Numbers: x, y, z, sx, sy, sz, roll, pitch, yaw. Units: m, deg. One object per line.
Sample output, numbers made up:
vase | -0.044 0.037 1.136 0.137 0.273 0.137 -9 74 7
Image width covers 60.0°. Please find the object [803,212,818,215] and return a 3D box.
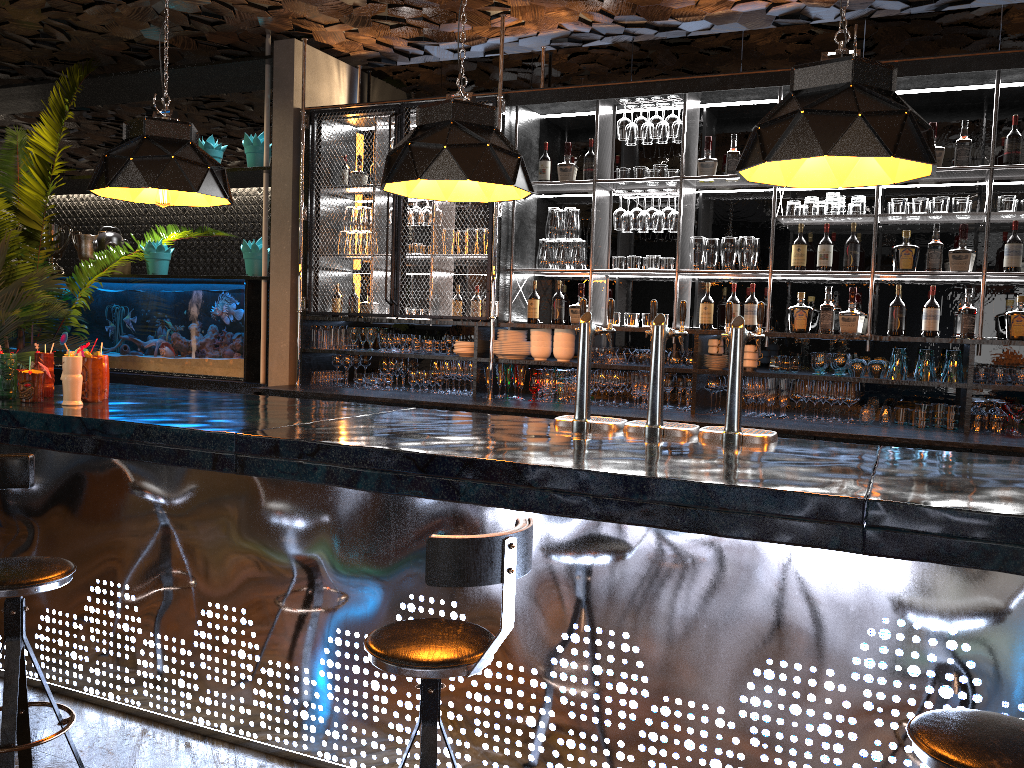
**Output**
object | 1.771 -1.037 5.251 0.089 0.092 0.089 2 4 -4

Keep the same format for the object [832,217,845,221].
object | 1.970 -1.037 5.361 0.089 0.092 0.089 -1 5 -40

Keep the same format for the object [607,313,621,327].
object | 0.665 -0.419 5.788 0.089 0.092 0.089 2 4 -4

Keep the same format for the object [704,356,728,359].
object | 1.256 -0.156 5.465 0.149 0.025 0.149 1 4 -14

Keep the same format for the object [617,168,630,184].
object | 0.725 -1.354 5.779 0.089 0.092 0.089 1 4 -8

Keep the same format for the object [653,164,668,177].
object | 0.936 -1.335 5.605 0.089 0.092 0.089 1 4 -8

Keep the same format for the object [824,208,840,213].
object | 1.892 -1.054 5.237 0.089 0.092 0.089 3 4 13

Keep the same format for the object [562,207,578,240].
object | 0.389 -1.075 5.944 0.105 0.209 0.105 1 4 -21

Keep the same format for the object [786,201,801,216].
object | 1.682 -1.043 5.297 0.089 0.092 0.089 -1 5 -40

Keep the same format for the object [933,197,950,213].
object | 2.400 -0.996 4.965 0.089 0.092 0.089 1 4 -13

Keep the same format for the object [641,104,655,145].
object | 0.886 -1.689 5.771 0.092 0.244 0.092 1 4 -15

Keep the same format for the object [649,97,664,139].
object | 0.909 -1.675 5.581 0.092 0.244 0.092 1 4 -15

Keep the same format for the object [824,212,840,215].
object | 1.892 -1.032 5.238 0.089 0.092 0.089 3 4 13

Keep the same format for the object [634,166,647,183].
object | 0.826 -1.346 5.709 0.089 0.092 0.089 1 4 -8

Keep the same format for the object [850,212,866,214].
object | 2.011 -1.022 5.153 0.089 0.092 0.089 -1 5 -40

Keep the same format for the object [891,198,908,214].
object | 2.210 -1.009 5.064 0.089 0.092 0.089 2 4 -4

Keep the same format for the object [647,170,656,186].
object | 0.921 -1.349 5.800 0.089 0.092 0.089 5 5 35

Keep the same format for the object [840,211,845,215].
object | 1.971 -1.060 5.360 0.089 0.092 0.089 -1 5 -40

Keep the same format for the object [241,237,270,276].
object | -1.992 -0.985 6.929 0.265 0.325 0.245 3 4 18

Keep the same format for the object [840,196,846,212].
object | 1.972 -1.086 5.358 0.089 0.092 0.089 -1 5 -40

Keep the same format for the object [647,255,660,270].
object | 0.895 -0.767 5.623 0.089 0.092 0.089 3 4 8

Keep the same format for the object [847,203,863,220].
object | 2.047 -1.030 5.290 0.089 0.092 0.089 3 4 13

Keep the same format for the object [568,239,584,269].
object | 0.428 -0.862 5.916 0.105 0.209 0.105 1 4 -21

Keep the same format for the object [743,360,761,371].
object | 1.447 -0.113 5.365 0.106 0.067 0.094 3 4 12

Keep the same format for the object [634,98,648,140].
object | 0.818 -1.681 5.621 0.092 0.244 0.092 1 4 -15

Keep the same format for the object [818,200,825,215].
object | 1.865 -1.063 5.380 0.089 0.092 0.089 -1 5 -40

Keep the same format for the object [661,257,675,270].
object | 1.012 -0.773 5.769 0.089 0.092 0.089 3 4 8

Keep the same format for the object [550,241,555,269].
object | 0.258 -0.883 6.133 0.105 0.209 0.105 1 4 -21

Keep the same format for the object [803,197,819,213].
object | 1.771 -1.057 5.249 0.089 0.092 0.089 0 4 -24

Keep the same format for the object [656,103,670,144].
object | 0.976 -1.683 5.731 0.092 0.244 0.092 1 4 -15

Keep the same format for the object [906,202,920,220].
object | 2.350 -1.013 5.187 0.089 0.092 0.089 0 4 -27

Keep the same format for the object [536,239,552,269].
object | 0.220 -0.876 6.021 0.105 0.209 0.105 1 4 -21

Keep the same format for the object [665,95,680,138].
object | 1.003 -1.669 5.539 0.092 0.244 0.092 1 4 -15

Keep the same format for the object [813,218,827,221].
object | 1.864 -1.042 5.381 0.089 0.092 0.089 -1 5 -40

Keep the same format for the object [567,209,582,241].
object | 0.422 -1.079 6.029 0.105 0.209 0.105 1 4 -21

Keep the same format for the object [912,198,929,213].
object | 2.315 -1.003 5.030 0.089 0.092 0.089 1 4 -13

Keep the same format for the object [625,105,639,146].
object | 0.786 -1.695 5.816 0.092 0.244 0.092 1 4 -15

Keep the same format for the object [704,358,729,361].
object | 1.258 -0.146 5.465 0.149 0.026 0.148 4 5 31

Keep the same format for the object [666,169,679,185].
object | 1.040 -1.342 5.760 0.089 0.092 0.089 1 4 -8

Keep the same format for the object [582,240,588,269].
object | 0.462 -0.868 6.022 0.105 0.209 0.105 1 4 -21

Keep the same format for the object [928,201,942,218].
object | 2.440 -1.004 5.105 0.089 0.092 0.089 4 4 23

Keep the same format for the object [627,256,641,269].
object | 0.790 -0.779 5.737 0.089 0.092 0.089 2 4 2

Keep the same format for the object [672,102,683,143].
object | 1.071 -1.677 5.689 0.092 0.244 0.092 1 4 -15

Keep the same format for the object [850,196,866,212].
object | 2.012 -1.042 5.152 0.089 0.092 0.089 3 4 15

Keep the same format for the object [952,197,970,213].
object | 2.505 -0.992 4.956 0.089 0.092 0.089 0 4 -22

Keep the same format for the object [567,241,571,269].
object | 0.366 -0.875 6.076 0.105 0.209 0.105 1 4 -21

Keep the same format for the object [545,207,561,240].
object | 0.279 -1.081 5.983 0.105 0.209 0.105 1 4 -21

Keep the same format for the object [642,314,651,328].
object | 0.889 -0.411 5.780 0.089 0.092 0.089 5 5 35

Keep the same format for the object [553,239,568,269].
object | 0.328 -0.869 5.974 0.105 0.209 0.105 1 4 -21

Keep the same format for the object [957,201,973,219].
object | 2.584 -0.997 5.073 0.089 0.092 0.089 2 4 -2

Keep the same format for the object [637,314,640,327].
object | 0.805 -0.423 5.911 0.089 0.092 0.089 2 4 -4

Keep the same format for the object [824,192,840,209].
object | 1.893 -1.080 5.235 0.089 0.092 0.089 3 4 20

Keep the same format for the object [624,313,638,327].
object | 0.768 -0.412 5.727 0.089 0.092 0.089 1 4 -13

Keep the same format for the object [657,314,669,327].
object | 0.960 -0.402 5.680 0.089 0.092 0.089 5 5 35

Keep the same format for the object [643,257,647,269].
object | 0.900 -0.780 5.811 0.089 0.092 0.089 -1 5 -34

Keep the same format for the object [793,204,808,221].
object | 1.770 -1.050 5.437 0.089 0.092 0.089 2 4 -4

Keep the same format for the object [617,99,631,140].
object | 0.718 -1.687 5.666 0.092 0.244 0.092 1 4 -15

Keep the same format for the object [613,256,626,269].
object | 0.703 -0.788 5.824 0.089 0.092 0.089 2 4 2

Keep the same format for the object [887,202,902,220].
object | 2.256 -1.018 5.222 0.089 0.092 0.089 0 4 -24
